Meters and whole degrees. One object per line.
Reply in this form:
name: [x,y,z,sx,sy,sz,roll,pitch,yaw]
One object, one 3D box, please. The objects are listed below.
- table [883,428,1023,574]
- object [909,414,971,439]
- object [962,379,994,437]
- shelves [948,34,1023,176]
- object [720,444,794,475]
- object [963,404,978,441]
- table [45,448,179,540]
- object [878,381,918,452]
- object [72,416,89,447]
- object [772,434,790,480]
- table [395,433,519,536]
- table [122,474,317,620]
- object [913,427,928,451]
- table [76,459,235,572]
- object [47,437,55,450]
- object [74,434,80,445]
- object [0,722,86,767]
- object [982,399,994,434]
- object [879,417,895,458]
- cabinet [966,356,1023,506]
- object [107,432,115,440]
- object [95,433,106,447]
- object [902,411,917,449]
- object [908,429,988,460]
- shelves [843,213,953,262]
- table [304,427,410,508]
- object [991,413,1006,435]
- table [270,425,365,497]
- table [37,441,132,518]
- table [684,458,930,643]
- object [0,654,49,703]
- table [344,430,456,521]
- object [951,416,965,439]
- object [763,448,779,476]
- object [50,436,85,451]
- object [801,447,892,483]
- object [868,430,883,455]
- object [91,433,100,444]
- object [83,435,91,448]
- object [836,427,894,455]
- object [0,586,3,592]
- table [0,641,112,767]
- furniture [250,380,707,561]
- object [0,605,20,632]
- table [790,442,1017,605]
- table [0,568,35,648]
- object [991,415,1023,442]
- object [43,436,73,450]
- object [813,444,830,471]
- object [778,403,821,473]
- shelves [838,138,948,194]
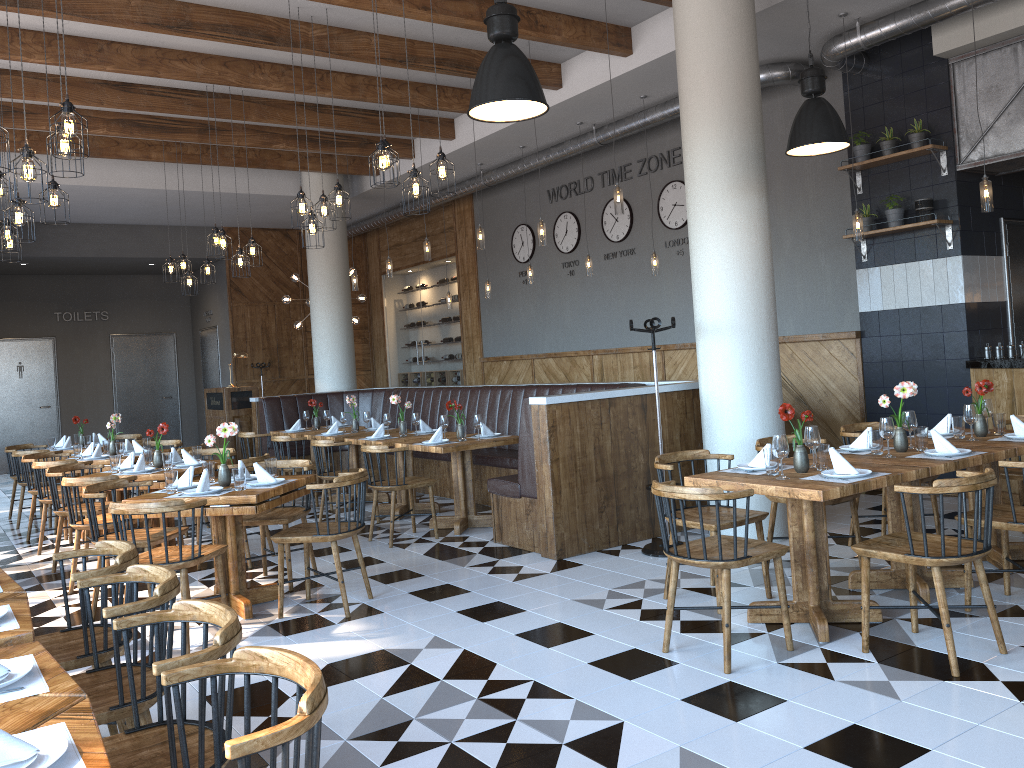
table: [2.919,0.706,5.467,0.851,0.764,0.849,-4,1,-34]
object: [2.758,0.259,5.702,0.352,0.137,0.271,-5,1,-34]
object: [2.874,0.150,5.433,0.156,0.355,0.171,-4,0,3]
shelves: [5.671,-1.923,5.263,0.683,1.796,5.857,-4,1,-34]
object: [1.320,0.384,4.723,0.352,0.137,0.271,-5,1,-34]
object: [2.757,0.231,5.321,0.081,0.215,0.081,-3,-1,-43]
table: [-3.814,1.068,8.546,0.863,0.764,0.865,-4,1,11]
object: [2.187,0.186,5.001,0.206,0.400,0.146,-4,0,15]
object: [-4.942,0.537,10.124,0.171,0.355,0.156,-4,0,13]
object: [1.318,0.356,4.341,0.081,0.215,0.081,-4,0,19]
table: [-0.420,0.866,7.689,0.851,0.764,0.849,-4,1,-34]
table: [-1.764,1.019,5.521,0.863,0.764,0.865,-4,1,11]
object: [2.314,0.311,5.010,0.080,0.132,0.080,-4,0,-19]
table: [-2.773,1.043,7.009,0.863,0.764,0.865,-4,1,11]
object: [-5.157,0.669,9.929,0.080,0.132,0.080,-4,0,31]
object: [-5.077,0.651,10.356,0.080,0.132,0.080,-4,0,-9]
object: [-0.928,0.626,1.583,0.272,0.137,0.351,-5,2,-34]
object: [3.018,0.204,5.631,0.081,0.215,0.081,-3,-1,-43]
object: [2.053,0.292,4.841,0.081,0.215,0.081,-4,0,19]
cabinet: [6.479,0.258,5.760,3.032,1.165,5.986,-5,2,-34]
object: [-4.652,0.625,10.288,0.080,0.132,0.080,-4,0,-9]
object: [-4.638,0.628,10.063,0.272,0.137,0.352,-4,1,11]
object: [2.314,0.266,5.152,0.081,0.215,0.081,-3,-1,-43]
object: [2.341,0.314,4.784,0.352,0.137,0.271,-5,1,-34]
shelves: [3.392,-1.284,7.817,0.247,0.297,0.903,-4,1,-34]
table: [-1.649,0.895,9.503,0.851,0.764,0.849,-4,1,-34]
object: [3.018,0.250,5.490,0.080,0.132,0.080,-4,0,-19]
table: [-2.267,0.910,10.416,0.851,0.764,0.849,-4,1,-34]
table: [-4.868,1.094,10.101,0.863,0.764,0.865,-4,1,11]
table: [1.510,0.829,4.507,0.851,0.764,0.849,-4,1,-34]
object: [-1.252,0.634,2.060,0.272,0.137,0.351,-5,2,-34]
table: [-1.038,0.881,8.602,0.851,0.764,0.849,-4,1,-34]
object: [2.754,0.269,5.461,0.080,0.132,0.080,-4,0,-4]
object: [1.315,0.394,4.482,0.080,0.132,0.080,-4,0,-4]
object: [-4.949,0.655,9.847,0.351,0.137,0.272,-4,1,11]
object: [1.607,0.378,4.283,0.352,0.137,0.271,-5,1,-34]
object: [2.049,0.330,4.982,0.080,0.132,0.080,-4,0,-4]
object: [-4.855,0.634,10.372,0.351,0.137,0.272,-4,1,11]
object: [-4.722,0.642,9.853,0.080,0.132,0.080,-4,0,-19]
object: [2.054,0.320,5.223,0.352,0.137,0.271,-5,1,-34]
object: [-1.945,0.651,3.084,0.272,0.137,0.351,-5,2,-34]
table: [-1.408,1.109,1.602,1.217,0.764,1.213,-4,1,-31]
furniture: [-0.778,0.644,9.470,1.920,1.150,6.579,-5,2,-34]
object: [-1.624,0.643,2.610,0.272,0.137,0.351,-5,2,-34]
table: [2.214,0.768,4.987,0.851,0.764,0.849,-4,1,-34]
table: [-2.115,1.126,2.645,1.217,0.764,1.213,-4,1,-31]
object: [3.045,0.252,5.263,0.352,0.137,0.271,-5,1,-34]
object: [-5.166,0.661,10.156,0.272,0.137,0.352,-4,1,11]
object: [1.580,0.375,4.510,0.080,0.132,0.080,-4,0,1]
object: [1.502,0.267,4.564,0.295,0.355,0.166,-4,0,-29]
shelves: [3.350,-1.912,7.826,0.247,0.297,0.903,-4,1,-34]
